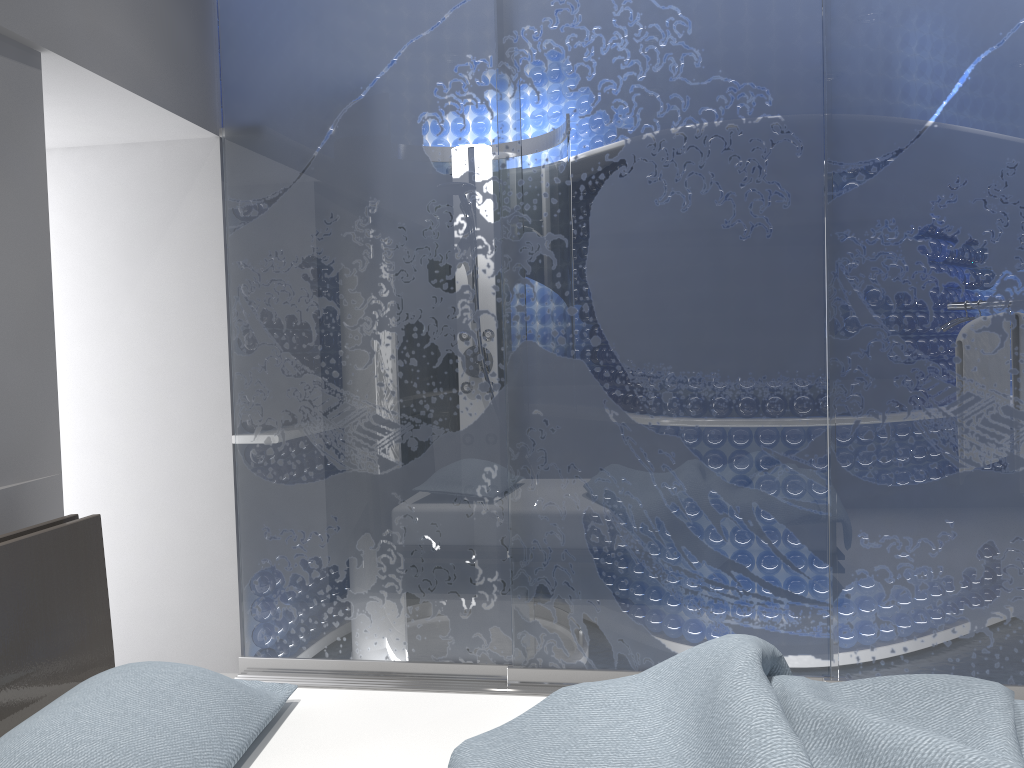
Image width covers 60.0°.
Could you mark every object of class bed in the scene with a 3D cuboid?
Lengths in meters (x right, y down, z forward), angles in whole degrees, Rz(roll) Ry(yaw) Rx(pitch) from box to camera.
[{"bbox_3d":[-0.013,0.695,1.466,2.319,0.752,1.411,-1,3,9],"label":"bed"}]

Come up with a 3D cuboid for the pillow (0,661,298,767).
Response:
[{"bbox_3d":[-0.712,0.651,1.642,0.417,0.173,0.746,-1,2,4],"label":"pillow"}]
